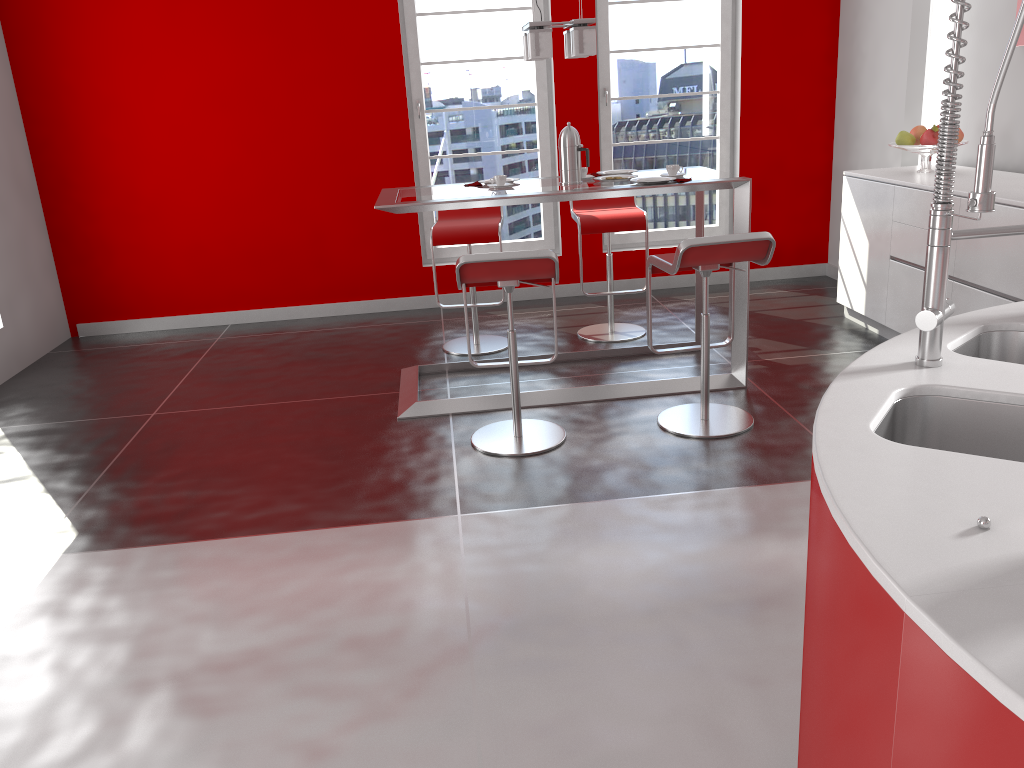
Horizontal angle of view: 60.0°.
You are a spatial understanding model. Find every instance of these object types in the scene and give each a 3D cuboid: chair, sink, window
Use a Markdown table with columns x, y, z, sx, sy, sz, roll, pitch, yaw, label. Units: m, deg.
| x | y | z | sx | sy | sz | roll | pitch | yaw | label |
| --- | --- | --- | --- | --- | --- | --- | --- | --- | --- |
| 0.833 | -0.236 | 3.783 | 0.418 | 0.857 | 0.460 | -7 | 18 | -9 | chair |
| 1.128 | 0.030 | 1.801 | 0.326 | 0.172 | 0.428 | -20 | 24 | -41 | sink |
| 0.002 | -0.163 | 3.729 | 0.418 | 0.857 | 0.460 | -4 | 18 | 0 | chair |
| -0.214 | -1.910 | 6.137 | 0.938 | 2.038 | 0.117 | -5 | 18 | -4 | window |
| 0.818 | 0.165 | 1.451 | 0.428 | 0.172 | 0.326 | 8 | 22 | 33 | sink |
| 0.583 | -0.723 | 5.320 | 0.418 | 0.857 | 0.460 | -4 | 18 | -2 | chair |
| 1.077 | -2.025 | 6.228 | 0.938 | 2.038 | 0.117 | -5 | 18 | -4 | window |
| -0.237 | -0.644 | 5.243 | 0.418 | 0.857 | 0.460 | -3 | 18 | 3 | chair |

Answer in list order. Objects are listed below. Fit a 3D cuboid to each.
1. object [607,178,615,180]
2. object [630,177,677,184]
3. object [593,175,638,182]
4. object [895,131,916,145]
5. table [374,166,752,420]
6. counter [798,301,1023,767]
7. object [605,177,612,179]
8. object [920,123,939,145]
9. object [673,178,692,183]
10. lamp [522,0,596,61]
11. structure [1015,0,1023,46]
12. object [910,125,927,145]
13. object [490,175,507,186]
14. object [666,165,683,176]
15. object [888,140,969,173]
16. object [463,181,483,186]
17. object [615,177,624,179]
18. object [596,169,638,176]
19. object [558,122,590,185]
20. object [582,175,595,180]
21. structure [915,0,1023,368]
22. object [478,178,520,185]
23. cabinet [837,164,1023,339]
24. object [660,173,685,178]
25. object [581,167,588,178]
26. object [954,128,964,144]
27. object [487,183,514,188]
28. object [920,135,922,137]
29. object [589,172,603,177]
| x | y | z | sx | sy | sz | roll | pitch | yaw | label |
| --- | --- | --- | --- | --- | --- | --- | --- | --- | --- |
| 0.478 | -0.994 | 4.292 | 0.036 | 0.006 | 0.034 | 2 | 19 | 18 | object |
| 0.654 | -0.940 | 4.106 | 0.217 | 0.015 | 0.217 | 7 | 21 | 30 | object |
| 0.503 | -0.998 | 4.312 | 0.217 | 0.015 | 0.217 | 8 | 21 | 31 | object |
| 2.147 | -1.336 | 4.834 | 0.100 | 0.086 | 0.083 | 14 | 25 | 42 | object |
| 0.233 | -0.502 | 4.484 | 1.700 | 1.000 | 0.800 | -5 | 18 | -4 | table |
| 1.531 | 0.450 | 1.515 | 1.868 | 0.880 | 2.865 | 6 | 21 | 28 | counter |
| 0.473 | -1.007 | 4.331 | 0.034 | 0.006 | 0.036 | -1 | 18 | 7 | object |
| 2.228 | -1.329 | 4.734 | 0.097 | 0.133 | 0.117 | -8 | 19 | -14 | object |
| 0.792 | -0.949 | 4.110 | 0.095 | 0.012 | 0.234 | -5 | 18 | -4 | object |
| 0.189 | -2.012 | 3.994 | 0.304 | 1.025 | 0.304 | -5 | 18 | -4 | lamp |
| 2.597 | -1.946 | 4.068 | 0.040 | 1.503 | 0.820 | -5 | 18 | -4 | structure |
| 2.257 | -1.380 | 4.922 | 0.096 | 0.105 | 0.117 | 4 | 20 | 23 | object |
| -0.064 | -0.993 | 4.336 | 0.078 | 0.049 | 0.062 | 2 | 19 | 17 | object |
| 0.784 | -1.032 | 4.286 | 0.078 | 0.049 | 0.062 | -5 | 18 | -4 | object |
| 2.269 | -1.240 | 4.853 | 0.398 | 0.159 | 0.398 | 14 | 25 | 42 | object |
| -0.204 | -1.023 | 4.537 | 0.095 | 0.012 | 0.234 | -5 | 18 | -5 | object |
| 0.518 | -0.993 | 4.280 | 0.034 | 0.006 | 0.036 | -9 | 19 | -15 | object |
| 0.545 | -1.093 | 4.593 | 0.217 | 0.015 | 0.217 | -13 | 20 | -27 | object |
| 0.296 | -1.113 | 4.268 | 0.149 | 0.287 | 0.113 | -3 | 18 | 4 | object |
| 0.353 | -1.039 | 4.468 | 0.119 | 0.016 | 0.119 | -6 | 18 | -6 | object |
| 0.831 | -0.464 | 1.546 | 0.178 | 0.920 | 0.308 | 10 | 23 | 37 | structure |
| -0.067 | -1.036 | 4.544 | 0.217 | 0.015 | 0.217 | 3 | 19 | 19 | object |
| 2.358 | -0.583 | 4.500 | 0.610 | 0.880 | 1.802 | -5 | 18 | -4 | cabinet |
| 0.778 | -1.009 | 4.293 | 0.119 | 0.016 | 0.119 | 1 | 19 | 15 | object |
| 0.345 | -1.062 | 4.465 | 0.078 | 0.049 | 0.062 | 9 | 22 | 34 | object |
| 2.360 | -1.331 | 4.735 | 0.121 | 0.101 | 0.097 | -12 | 20 | -24 | object |
| -0.055 | -0.970 | 4.341 | 0.119 | 0.016 | 0.119 | -12 | 20 | -23 | object |
| 2.277 | -1.334 | 4.848 | 0.086 | 0.079 | 0.084 | 4 | 20 | 23 | object |
| 0.407 | -1.080 | 4.587 | 0.095 | 0.012 | 0.234 | -5 | 18 | -5 | object |
